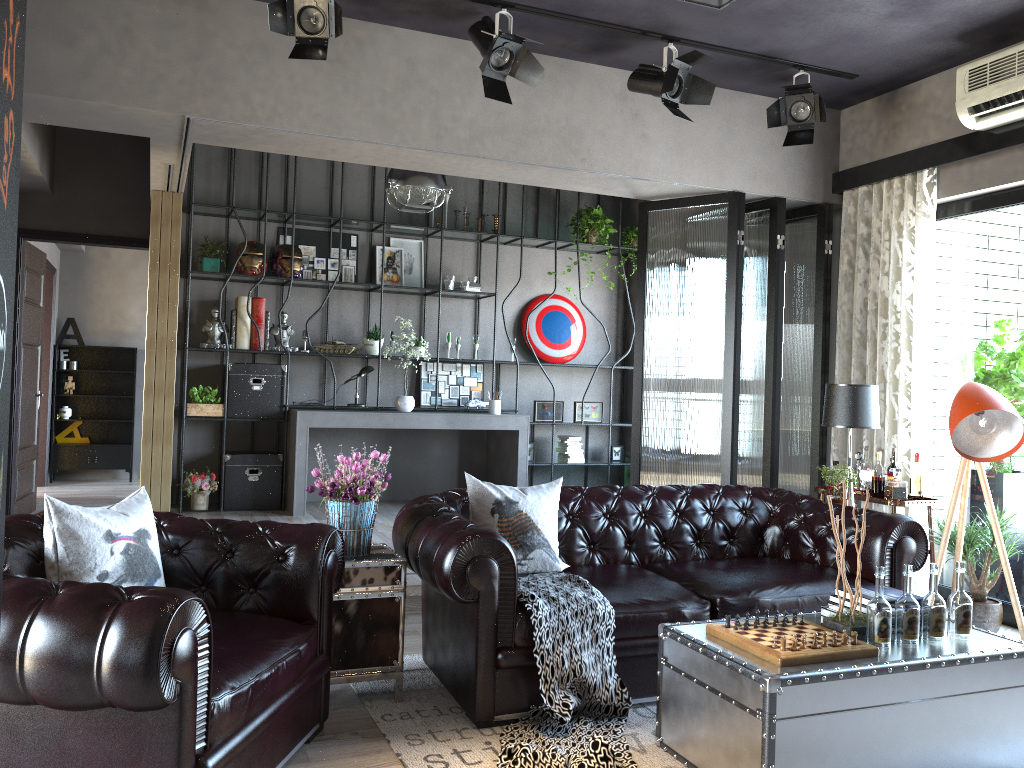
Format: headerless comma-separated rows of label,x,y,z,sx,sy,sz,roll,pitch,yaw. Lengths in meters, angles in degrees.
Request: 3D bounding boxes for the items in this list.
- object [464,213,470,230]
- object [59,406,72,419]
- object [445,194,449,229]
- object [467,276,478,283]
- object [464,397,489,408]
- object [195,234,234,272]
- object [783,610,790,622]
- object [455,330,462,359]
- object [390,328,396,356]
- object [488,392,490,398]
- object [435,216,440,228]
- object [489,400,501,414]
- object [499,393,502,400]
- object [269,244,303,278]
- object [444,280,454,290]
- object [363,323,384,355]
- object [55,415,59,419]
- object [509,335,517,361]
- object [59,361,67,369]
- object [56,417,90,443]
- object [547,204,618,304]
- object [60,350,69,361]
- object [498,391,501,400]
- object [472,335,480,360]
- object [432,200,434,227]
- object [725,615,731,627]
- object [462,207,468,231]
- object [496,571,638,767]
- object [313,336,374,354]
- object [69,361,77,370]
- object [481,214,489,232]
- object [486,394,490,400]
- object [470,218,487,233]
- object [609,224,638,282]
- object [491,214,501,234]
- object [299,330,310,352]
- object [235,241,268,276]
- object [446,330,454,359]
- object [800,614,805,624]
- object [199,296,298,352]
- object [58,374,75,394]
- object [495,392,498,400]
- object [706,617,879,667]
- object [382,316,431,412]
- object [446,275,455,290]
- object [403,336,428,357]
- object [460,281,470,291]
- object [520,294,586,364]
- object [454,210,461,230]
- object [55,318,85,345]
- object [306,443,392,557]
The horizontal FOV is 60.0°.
object,-0.442,-1.566,8.729,0.080,0.226,0.080,1,-1,41
object,-5.482,0.352,10.877,0.139,0.162,0.139,2,-1,33
object,-0.642,-1.655,8.658,0.128,0.390,0.128,1,-1,27
object,-0.390,-1.021,8.730,0.103,0.068,0.103,2,0,-29
object,-0.339,0.182,8.691,0.379,0.111,0.351,2,0,11
object,-2.626,-1.118,7.725,0.295,0.339,0.324,2,-1,24
object,1.047,0.885,3.386,0.026,0.044,0.026,2,-1,23
object,-0.537,-0.389,8.784,0.113,0.302,0.113,2,-1,-3
object,-1.145,-0.395,8.484,0.113,0.273,0.113,1,-1,34
object,-0.204,0.173,8.341,0.046,0.203,0.023,2,-1,14
object,-0.709,-1.527,8.434,0.135,0.129,0.135,1,-1,41
object,-0.163,0.219,8.328,0.110,0.137,0.110,2,-1,-12
object,-0.124,0.164,8.348,0.062,0.169,0.009,2,-1,-23
object,-2.008,-1.095,7.961,0.280,0.327,0.399,2,-1,-32
object,-0.599,-0.934,8.406,0.092,0.099,0.092,2,-1,15
object,-1.278,-0.416,8.226,0.193,0.305,0.136,2,-1,12
object,-5.524,0.398,10.773,0.042,0.054,0.031,2,-1,23
object,0.004,-0.355,8.860,0.113,0.270,0.113,2,-1,-33
object,-5.555,-0.232,10.966,0.095,0.101,0.095,2,-1,0
object,-5.462,0.574,11.045,0.393,0.321,0.057,2,-1,-22
object,0.694,-1.294,8.882,0.720,1.026,0.650,2,-1,-4
object,-5.555,-0.355,11.012,0.107,0.151,0.055,2,-1,-22
object,-0.128,0.156,8.360,0.052,0.185,0.009,2,-1,-20
object,-0.351,-0.355,8.577,0.113,0.246,0.113,2,-1,-3
object,-0.773,-1.660,8.682,0.128,0.390,0.128,1,-1,36
object,0.801,0.879,3.288,0.019,0.040,0.019,1,-1,42
object,-0.451,-1.576,8.542,0.100,0.243,0.100,2,-1,-13
object,0.225,1.123,3.368,0.562,0.569,1.699,2,0,-2
object,-1.550,-0.357,8.179,0.577,0.170,0.206,2,0,13
object,-5.449,-0.229,11.009,0.095,0.101,0.095,2,-1,0
object,-0.270,-1.564,8.747,0.084,0.233,0.084,3,-1,-41
object,-0.186,0.182,8.333,0.137,0.190,0.009,2,-1,-19
object,-0.318,-1.525,8.606,0.189,0.152,0.189,2,0,1
object,1.195,-1.323,9.084,0.444,0.634,0.401,2,-1,-4
object,-0.157,-1.560,8.687,0.130,0.232,0.130,3,-1,-45
object,-1.852,-0.383,7.934,0.093,0.200,0.093,2,-1,-27
object,-2.303,-1.105,7.841,0.280,0.327,0.399,2,0,-17
object,-0.605,-0.378,8.433,0.113,0.275,0.113,2,-1,-18
object,1.101,0.891,3.361,0.017,0.037,0.017,2,-1,-3
object,-2.326,-0.530,7.860,0.833,0.466,0.289,2,-1,-22
object,-5.477,-0.001,10.900,0.190,0.254,0.129,2,-1,-24
object,-0.148,0.175,8.371,0.023,0.204,0.037,2,-1,17
object,1.001,0.924,3.202,0.429,0.036,0.429,2,0,-22
object,-0.926,-0.179,7.891,0.420,0.852,0.398,2,-1,24
object,-0.593,-0.962,8.521,0.087,0.155,0.087,2,-1,-10
object,-0.911,-0.357,8.396,0.235,0.213,0.235,2,-1,23
object,-0.449,-0.929,8.467,0.092,0.099,0.092,2,-1,26
object,0.440,-0.572,9.191,0.751,0.739,0.185,2,-1,-22
object,-0.533,-1.573,8.587,0.084,0.233,0.084,2,-1,5
object,-5.493,-0.652,11.036,0.343,0.344,0.057,2,-1,-22
object,-0.704,0.501,3.883,0.349,0.484,0.352,2,-1,9
